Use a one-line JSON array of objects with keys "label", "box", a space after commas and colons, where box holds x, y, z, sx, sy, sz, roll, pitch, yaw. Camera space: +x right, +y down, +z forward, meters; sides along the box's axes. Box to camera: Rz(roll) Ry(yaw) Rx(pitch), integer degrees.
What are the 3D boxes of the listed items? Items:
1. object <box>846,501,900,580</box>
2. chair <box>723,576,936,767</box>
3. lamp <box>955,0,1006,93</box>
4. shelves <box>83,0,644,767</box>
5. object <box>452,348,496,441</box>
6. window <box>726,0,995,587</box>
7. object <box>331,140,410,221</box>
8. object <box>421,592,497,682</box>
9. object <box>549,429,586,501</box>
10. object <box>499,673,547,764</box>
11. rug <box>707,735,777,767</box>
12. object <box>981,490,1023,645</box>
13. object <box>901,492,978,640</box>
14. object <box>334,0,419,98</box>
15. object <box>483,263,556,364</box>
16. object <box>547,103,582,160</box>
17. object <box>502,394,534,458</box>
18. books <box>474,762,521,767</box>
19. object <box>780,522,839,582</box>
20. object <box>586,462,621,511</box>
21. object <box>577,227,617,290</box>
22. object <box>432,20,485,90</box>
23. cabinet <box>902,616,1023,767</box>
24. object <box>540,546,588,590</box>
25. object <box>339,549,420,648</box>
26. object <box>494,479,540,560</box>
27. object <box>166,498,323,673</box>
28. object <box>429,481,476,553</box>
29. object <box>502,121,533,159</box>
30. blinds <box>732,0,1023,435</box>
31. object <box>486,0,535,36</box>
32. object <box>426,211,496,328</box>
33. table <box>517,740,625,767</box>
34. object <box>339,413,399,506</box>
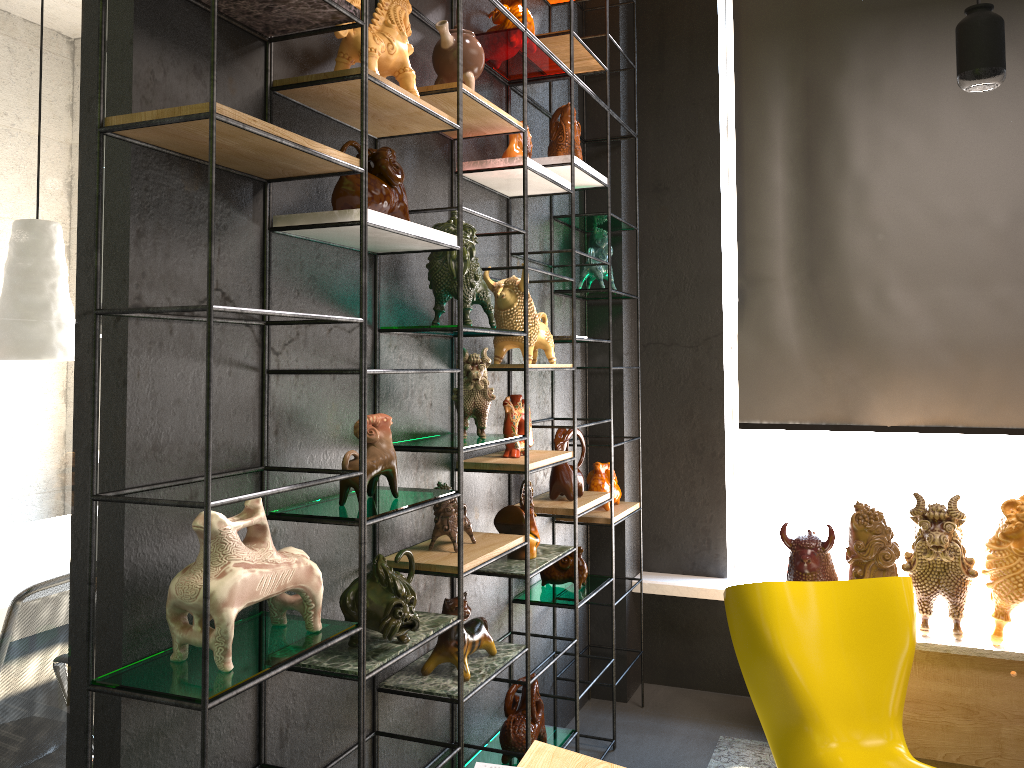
[{"label": "object", "box": [1.533, 0.746, 3.718, 0.249, 0.547, 0.474, -2, -2, 30]}, {"label": "chair", "box": [1.115, 1.111, 2.846, 0.658, 0.899, 1.067, 0, -1, -8]}, {"label": "lamp", "box": [1.596, -1.507, 1.171, 2.675, 2.279, 2.839, 0, 0, -24]}, {"label": "shelves", "box": [-0.076, -0.399, 2.958, 0.274, 3.919, 2.987, -1, -2, 22]}, {"label": "object", "box": [-0.129, 0.030, 2.693, 0.131, 0.281, 0.207, 1, -2, -20]}, {"label": "window", "box": [2.231, -0.610, 4.313, 2.307, 3.178, 0.051, -1, -3, 22]}, {"label": "object", "box": [-0.359, -0.510, 2.246, 0.138, 0.223, 0.277, -1, -1, 22]}, {"label": "object", "box": [-0.132, 0.728, 2.671, 0.155, 0.236, 0.309, -1, -1, 26]}, {"label": "object", "box": [0.221, 0.322, 3.607, 0.114, 0.291, 0.248, -1, -1, 22]}, {"label": "object", "box": [0.034, 1.164, 3.058, 0.126, 0.250, 0.253, -1, -1, 22]}, {"label": "rug", "box": [2.156, 1.564, 2.158, 3.595, 0.010, 2.187, 0, 1, 22]}, {"label": "object", "box": [2.016, 0.686, 3.478, 0.307, 0.657, 0.468, -1, -2, 27]}, {"label": "object", "box": [1.725, 0.720, 3.609, 0.271, 0.581, 0.429, -1, -2, 15]}, {"label": "object", "box": [-0.356, -0.907, 2.290, 0.170, 0.364, 0.375, -1, -1, 17]}, {"label": "object", "box": [0.042, -0.240, 3.169, 0.175, 0.353, 0.369, -1, -1, 27]}, {"label": "object", "box": [0.216, -1.013, 3.675, 0.126, 0.250, 0.253, 0, -1, -8]}, {"label": "object", "box": [0.025, 0.149, 3.176, 0.060, 0.224, 0.267, -1, -1, 23]}, {"label": "books", "box": [0.068, 0.926, 1.903, 0.400, 0.233, 0.481, 0, 0, 9]}, {"label": "object", "box": [1.287, 0.786, 3.766, 0.219, 0.442, 0.462, -1, -1, 27]}, {"label": "object", "box": [0.426, 0.462, 4.097, 0.138, 0.223, 0.277, -1, -1, 23]}, {"label": "object", "box": [0.396, -0.588, 4.117, 0.152, 0.333, 0.289, -1, -1, 15]}, {"label": "object", "box": [-0.166, -0.983, 2.743, 0.164, 0.267, 0.237, 0, -1, -6]}, {"label": "cabinet", "box": [2.444, 1.276, 3.317, 2.729, 0.532, 0.403, 0, -1, 22]}, {"label": "object", "box": [0.206, 0.740, 3.602, 0.210, 0.169, 0.105, 0, -2, 22]}, {"label": "object", "box": [-0.332, 0.522, 2.216, 0.192, 0.221, 0.402, 0, 0, -8]}, {"label": "object", "box": [0.033, 0.477, 3.132, 0.123, 0.271, 0.226, -1, -1, 22]}, {"label": "object", "box": [-0.524, 0.375, 1.786, 0.164, 0.304, 0.341, -1, -1, 27]}, {"label": "object", "box": [-0.176, 0.393, 2.676, 0.096, 0.211, 0.183, -1, -1, 25]}, {"label": "object", "box": [0.032, -0.869, 3.229, 0.107, 0.210, 0.233, -2, -2, 39]}, {"label": "blinds", "box": [-0.480, -0.699, 4.608, 12.702, 3.318, 3.520, 1, 0, 43]}, {"label": "object", "box": [-0.023, -1.313, 3.267, 0.138, 0.223, 0.277, 1, -1, -37]}, {"label": "object", "box": [-0.158, -0.345, 2.703, 0.167, 0.357, 0.255, -1, -2, 27]}, {"label": "table", "box": [0.133, 1.271, 1.928, 0.496, 0.621, 0.732, -1, -1, 23]}, {"label": "object", "box": [-0.356, 0.187, 2.209, 0.119, 0.221, 0.212, 0, -1, 6]}]
